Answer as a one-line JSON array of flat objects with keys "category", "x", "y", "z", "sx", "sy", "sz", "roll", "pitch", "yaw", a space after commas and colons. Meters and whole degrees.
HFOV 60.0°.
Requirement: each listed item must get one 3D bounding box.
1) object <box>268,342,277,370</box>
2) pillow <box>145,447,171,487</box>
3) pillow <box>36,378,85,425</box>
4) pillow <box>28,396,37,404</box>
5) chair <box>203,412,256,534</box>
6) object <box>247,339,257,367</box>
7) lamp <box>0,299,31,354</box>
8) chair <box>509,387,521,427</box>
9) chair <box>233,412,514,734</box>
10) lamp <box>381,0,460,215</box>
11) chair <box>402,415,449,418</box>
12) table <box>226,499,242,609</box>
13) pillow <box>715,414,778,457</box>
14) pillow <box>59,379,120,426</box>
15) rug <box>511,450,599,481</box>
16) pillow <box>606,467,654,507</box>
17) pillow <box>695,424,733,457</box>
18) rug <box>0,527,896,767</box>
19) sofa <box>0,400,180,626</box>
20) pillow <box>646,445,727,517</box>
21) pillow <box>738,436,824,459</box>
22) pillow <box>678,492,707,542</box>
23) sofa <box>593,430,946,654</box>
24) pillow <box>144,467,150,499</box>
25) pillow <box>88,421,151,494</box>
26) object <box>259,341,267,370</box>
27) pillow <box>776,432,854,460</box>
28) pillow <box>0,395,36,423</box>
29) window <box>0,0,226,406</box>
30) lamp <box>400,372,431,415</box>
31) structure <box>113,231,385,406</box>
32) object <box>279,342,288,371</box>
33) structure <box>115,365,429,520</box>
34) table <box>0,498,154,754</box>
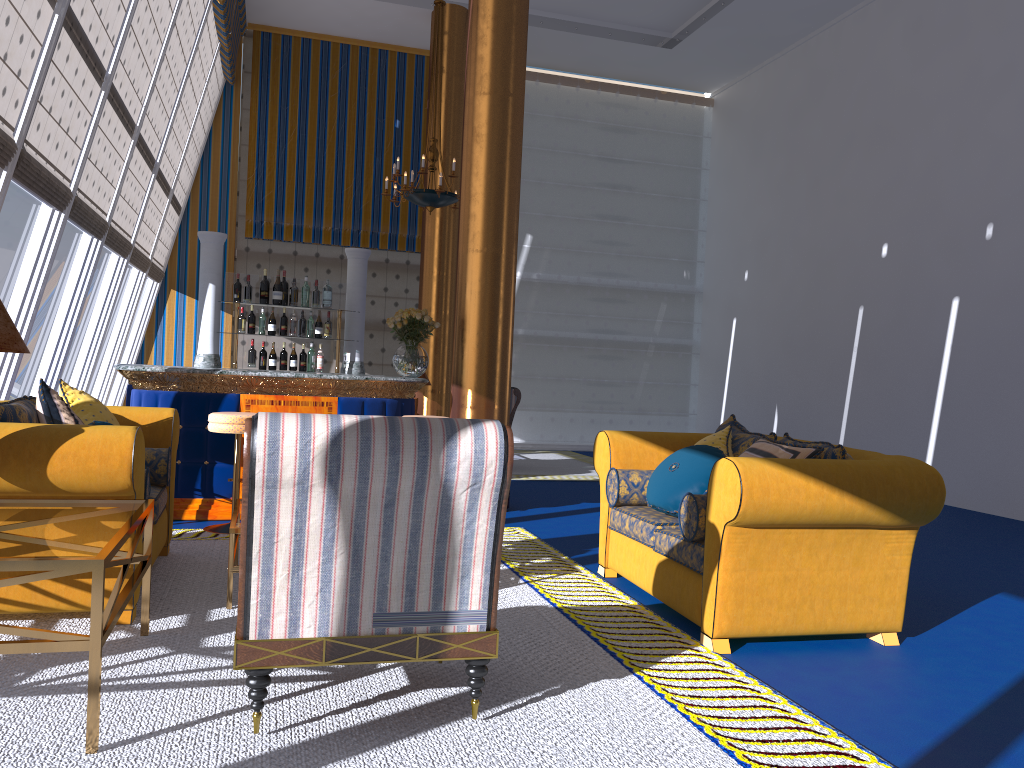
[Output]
[{"category": "object", "x": -2.048, "y": -0.238, "z": 7.598, "sx": 0.069, "sy": 0.244, "sz": 0.068, "roll": 2, "pitch": 1, "yaw": -35}, {"category": "pillow", "x": -2.059, "y": 0.447, "z": 4.830, "sx": 0.375, "sy": 0.219, "sz": 0.213, "roll": 2, "pitch": 1, "yaw": -16}, {"category": "pillow", "x": -2.033, "y": 0.287, "z": 4.076, "sx": 0.282, "sy": 0.619, "sz": 0.686, "roll": 2, "pitch": 1, "yaw": -18}, {"category": "pillow", "x": -2.417, "y": 0.319, "z": 4.523, "sx": 0.248, "sy": 0.546, "sz": 0.606, "roll": 2, "pitch": 1, "yaw": -18}, {"category": "chair", "x": -1.841, "y": 0.583, "z": 5.938, "sx": 0.395, "sy": 0.782, "sz": 0.401, "roll": 3, "pitch": 1, "yaw": 22}, {"category": "object", "x": -2.200, "y": -0.262, "z": 7.514, "sx": 0.072, "sy": 0.242, "sz": 0.070, "roll": 2, "pitch": 1, "yaw": -34}, {"category": "lamp", "x": -2.025, "y": 0.051, "z": 3.250, "sx": 0.446, "sy": 0.783, "sz": 0.446, "roll": 3, "pitch": 1, "yaw": -1}, {"category": "chair", "x": -0.382, "y": 0.496, "z": 10.383, "sx": 0.789, "sy": 0.967, "sz": 0.789, "roll": 2, "pitch": 1, "yaw": -16}, {"category": "chair", "x": -0.485, "y": 0.572, "z": 2.945, "sx": 0.798, "sy": 0.967, "sz": 0.779, "roll": 2, "pitch": 1, "yaw": -16}, {"category": "lamp", "x": -0.877, "y": -3.138, "z": 10.111, "sx": 1.070, "sy": 2.422, "sz": 1.048, "roll": 2, "pitch": 1, "yaw": -39}, {"category": "chair", "x": -0.662, "y": 0.631, "z": 6.672, "sx": 0.394, "sy": 0.782, "sz": 0.402, "roll": 4, "pitch": 1, "yaw": 45}, {"category": "table", "x": -0.934, "y": 0.846, "z": 4.579, "sx": 0.980, "sy": 0.369, "sz": 0.901, "roll": 3, "pitch": 1, "yaw": -16}, {"category": "pillow", "x": 1.211, "y": 0.509, "z": 4.856, "sx": 0.355, "sy": 0.673, "sz": 0.599, "roll": 3, "pitch": 1, "yaw": -8}, {"category": "pillow", "x": -2.175, "y": 0.271, "z": 4.596, "sx": 0.329, "sy": 0.583, "sz": 0.577, "roll": 3, "pitch": 1, "yaw": 4}, {"category": "rug", "x": -1.625, "y": 0.932, "z": 10.826, "sx": 6.295, "sy": 0.011, "sz": 3.571, "roll": 3, "pitch": 1, "yaw": -17}, {"category": "pillow", "x": 0.733, "y": 0.579, "z": 4.946, "sx": 0.379, "sy": 0.219, "sz": 0.214, "roll": 3, "pitch": 1, "yaw": -12}, {"category": "pillow", "x": 1.075, "y": 0.458, "z": 4.766, "sx": 0.233, "sy": 0.491, "sz": 0.608, "roll": 3, "pitch": 1, "yaw": -10}, {"category": "rug", "x": -0.813, "y": 1.055, "z": 3.040, "sx": 3.614, "sy": 0.010, "sz": 6.218, "roll": 3, "pitch": 1, "yaw": -16}, {"category": "sofa", "x": -2.230, "y": 0.542, "z": 4.276, "sx": 1.007, "sy": 0.854, "sz": 1.834, "roll": 2, "pitch": 1, "yaw": -16}, {"category": "pillow", "x": 0.891, "y": 0.493, "z": 4.526, "sx": 0.455, "sy": 0.367, "sz": 0.395, "roll": 3, "pitch": 1, "yaw": 35}, {"category": "pillow", "x": 1.184, "y": 0.488, "z": 4.225, "sx": 0.329, "sy": 0.456, "sz": 0.518, "roll": 2, "pitch": 1, "yaw": -16}, {"category": "pillow", "x": 0.961, "y": 0.600, "z": 3.991, "sx": 0.374, "sy": 0.219, "sz": 0.214, "roll": 3, "pitch": 1, "yaw": -12}, {"category": "sofa", "x": 1.156, "y": 0.713, "z": 4.563, "sx": 1.017, "sy": 0.854, "sz": 1.837, "roll": 2, "pitch": 1, "yaw": -14}, {"category": "pillow", "x": -1.789, "y": 0.470, "z": 3.880, "sx": 0.375, "sy": 0.219, "sz": 0.173, "roll": 2, "pitch": 1, "yaw": -17}, {"category": "pillow", "x": -1.930, "y": 0.382, "z": 4.336, "sx": 0.320, "sy": 0.404, "sz": 0.473, "roll": 3, "pitch": 1, "yaw": -2}, {"category": "object", "x": -2.125, "y": -0.242, "z": 7.573, "sx": 0.066, "sy": 0.244, "sz": 0.065, "roll": 2, "pitch": 1, "yaw": -12}, {"category": "pillow", "x": 1.372, "y": 0.554, "z": 4.292, "sx": 0.341, "sy": 0.610, "sz": 0.611, "roll": 3, "pitch": 1, "yaw": -11}, {"category": "pillow", "x": -2.257, "y": 0.332, "z": 3.943, "sx": 0.248, "sy": 0.549, "sz": 0.603, "roll": 2, "pitch": 1, "yaw": -18}, {"category": "window", "x": -2.731, "y": -1.993, "z": 5.117, "sx": 1.628, "sy": 5.857, "sz": 15.371, "roll": 2, "pitch": 1, "yaw": -15}, {"category": "lamp", "x": -1.248, "y": 0.183, "z": 11.219, "sx": 0.450, "sy": 0.783, "sz": 0.442, "roll": 2, "pitch": 1, "yaw": -31}, {"category": "structure", "x": -2.182, "y": -0.156, "z": 7.699, "sx": 2.331, "sy": 2.196, "sz": 0.763, "roll": 2, "pitch": 1, "yaw": -25}, {"category": "object", "x": -1.963, "y": -0.238, "z": 7.626, "sx": 0.066, "sy": 0.244, "sz": 0.065, "roll": 2, "pitch": 1, "yaw": -35}, {"category": "structure", "x": -1.757, "y": 0.441, "z": 6.733, "sx": 2.332, "sy": 1.065, "sz": 0.762, "roll": 2, "pitch": 1, "yaw": -27}, {"category": "table", "x": -1.906, "y": 0.727, "z": 2.869, "sx": 1.245, "sy": 0.550, "sz": 1.144, "roll": 3, "pitch": 1, "yaw": -16}]
